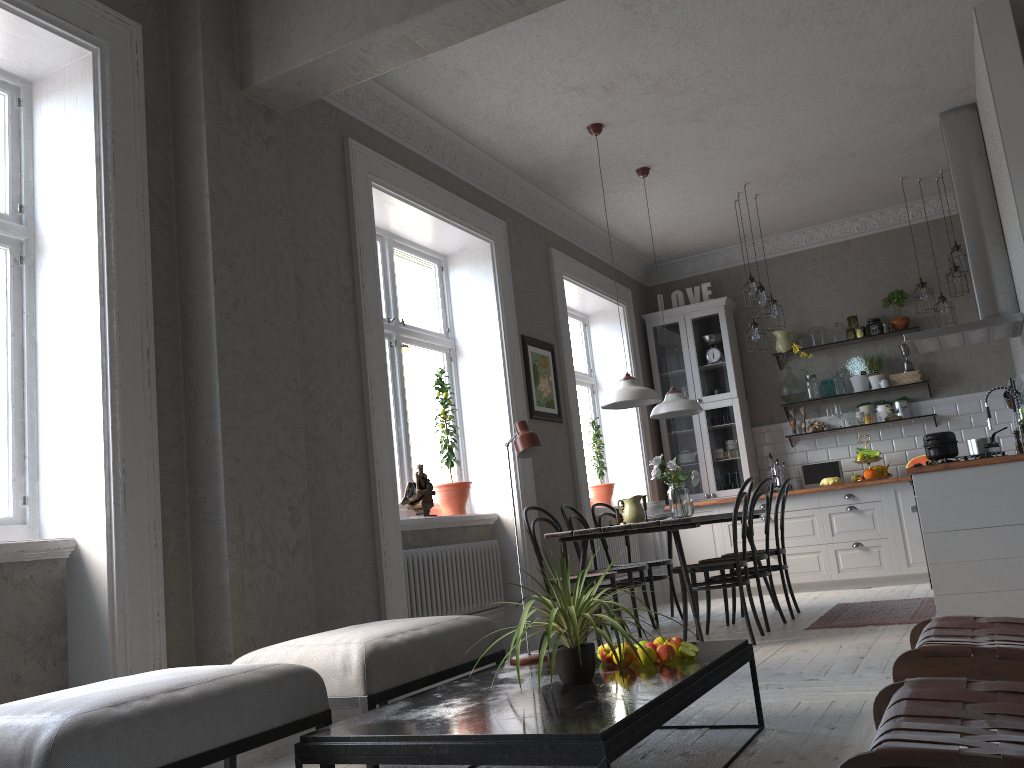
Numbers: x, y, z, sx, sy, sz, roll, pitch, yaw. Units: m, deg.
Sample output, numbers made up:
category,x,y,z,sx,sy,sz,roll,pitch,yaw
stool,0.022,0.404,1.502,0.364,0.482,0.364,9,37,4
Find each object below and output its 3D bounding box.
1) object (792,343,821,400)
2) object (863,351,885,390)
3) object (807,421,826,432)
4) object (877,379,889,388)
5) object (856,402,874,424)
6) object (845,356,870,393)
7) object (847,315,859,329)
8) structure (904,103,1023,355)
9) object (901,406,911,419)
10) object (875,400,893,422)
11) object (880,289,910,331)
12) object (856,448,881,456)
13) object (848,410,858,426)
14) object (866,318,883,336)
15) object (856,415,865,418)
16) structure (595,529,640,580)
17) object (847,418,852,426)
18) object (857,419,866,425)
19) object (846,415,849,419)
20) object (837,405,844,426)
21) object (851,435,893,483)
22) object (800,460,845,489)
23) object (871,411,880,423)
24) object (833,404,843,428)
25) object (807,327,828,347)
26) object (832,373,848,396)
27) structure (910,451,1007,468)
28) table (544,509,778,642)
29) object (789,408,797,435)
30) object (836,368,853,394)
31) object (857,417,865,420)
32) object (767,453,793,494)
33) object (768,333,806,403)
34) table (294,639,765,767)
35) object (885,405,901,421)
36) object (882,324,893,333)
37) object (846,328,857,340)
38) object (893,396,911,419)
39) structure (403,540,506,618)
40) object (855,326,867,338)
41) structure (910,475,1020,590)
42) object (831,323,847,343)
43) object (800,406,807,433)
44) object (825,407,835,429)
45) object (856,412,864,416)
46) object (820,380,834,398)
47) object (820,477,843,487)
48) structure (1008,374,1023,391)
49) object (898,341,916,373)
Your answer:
category,x,y,z,sx,sy,sz,roll,pitch,yaw
object,2.737,-0.120,8.237,0.189,0.539,0.284,-9,-10,19
object,3.299,-0.132,8.059,0.186,0.380,0.168,-4,-10,-12
object,2.824,0.394,8.232,0.176,0.111,0.096,-7,-10,3
object,3.343,0.000,7.948,0.064,0.071,0.104,0,-12,-33
object,3.240,0.267,8.107,0.156,0.216,0.157,-7,-10,6
object,3.210,-0.092,8.159,0.239,0.353,0.240,3,-14,-45
object,3.145,-0.567,8.169,0.082,0.113,0.083,-7,-10,6
structure,3.020,-1.088,6.216,0.701,1.594,0.724,-11,-11,26
object,3.494,0.252,7.868,0.077,0.108,0.079,-10,-10,20
object,3.380,0.245,8.048,0.150,0.214,0.170,0,-12,-33
object,3.504,-0.667,8.011,0.246,0.397,0.256,1,-12,-38
object,3.146,0.599,7.824,0.207,0.101,0.068,-13,-12,32
object,3.113,0.316,8.071,0.079,0.139,0.079,-6,-10,-1
object,3.335,-0.512,8.133,0.140,0.174,0.144,-11,-11,26
object,3.153,0.309,8.002,0.079,0.051,0.075,3,-14,-44
structure,0.835,1.436,7.555,0.146,0.428,1.243,-11,-11,25
object,3.126,0.356,8.146,0.079,0.083,0.076,4,-14,-45
object,3.156,0.343,7.996,0.076,0.051,0.078,-10,-10,19
object,3.122,0.324,8.152,0.079,0.083,0.076,4,-14,-45
object,3.030,0.305,8.179,0.081,0.216,0.082,-8,-10,12
object,3.152,0.659,7.844,0.349,0.425,0.355,-8,-10,11
object,2.818,0.830,8.035,0.346,0.226,0.089,-11,-11,26
object,3.280,0.300,8.001,0.077,0.108,0.079,-10,-10,20
object,2.989,0.296,8.098,0.081,0.216,0.082,-8,-10,12
object,2.872,-0.432,8.314,0.175,0.184,0.169,-2,-11,-24
object,3.012,0.005,8.146,0.127,0.206,0.122,2,-13,-40
structure,2.562,0.438,5.074,0.488,0.031,0.616,-12,-11,26
table,1.078,1.258,5.812,0.890,0.734,1.953,-11,-11,27
object,2.654,0.361,8.369,0.053,0.264,0.061,-6,-10,-2
object,3.101,-0.012,8.275,0.129,0.264,0.134,-12,-11,32
object,3.155,0.326,7.999,0.076,0.051,0.078,-10,-10,19
object,2.429,0.819,8.134,0.202,0.369,0.359,-11,-11,27
object,2.599,-0.151,8.362,0.335,0.674,0.337,-5,-10,-5
table,0.152,1.027,2.603,0.835,0.302,1.332,-11,-11,26
object,3.406,0.257,7.933,0.119,0.146,0.100,-5,-10,-6
object,3.389,-0.503,7.992,0.092,0.096,0.076,-11,-11,27
object,3.133,-0.450,8.176,0.081,0.113,0.084,-11,-11,26
object,3.528,0.219,7.986,0.156,0.213,0.155,-11,-11,24
structure,-0.383,1.180,5.296,0.146,0.428,1.243,-11,-11,25
object,3.208,-0.466,8.135,0.081,0.113,0.084,-13,-12,36
structure,2.621,0.790,4.998,0.608,0.622,0.633,-11,-11,26
object,3.072,-0.470,8.326,0.141,0.220,0.138,-4,-10,-14
object,2.738,0.341,8.310,0.062,0.264,0.052,-1,-11,-27
object,2.957,0.321,8.220,0.081,0.216,0.082,-8,-10,12
object,3.150,0.284,8.006,0.076,0.051,0.078,-9,-10,12
object,2.949,0.052,8.275,0.124,0.172,0.128,-12,-11,30
object,2.813,0.862,7.802,0.193,0.083,0.192,-11,-11,27
structure,3.792,0.018,6.685,0.093,0.053,1.104,-11,-11,27
object,3.549,-0.241,7.972,0.129,0.287,0.132,-8,-10,11
